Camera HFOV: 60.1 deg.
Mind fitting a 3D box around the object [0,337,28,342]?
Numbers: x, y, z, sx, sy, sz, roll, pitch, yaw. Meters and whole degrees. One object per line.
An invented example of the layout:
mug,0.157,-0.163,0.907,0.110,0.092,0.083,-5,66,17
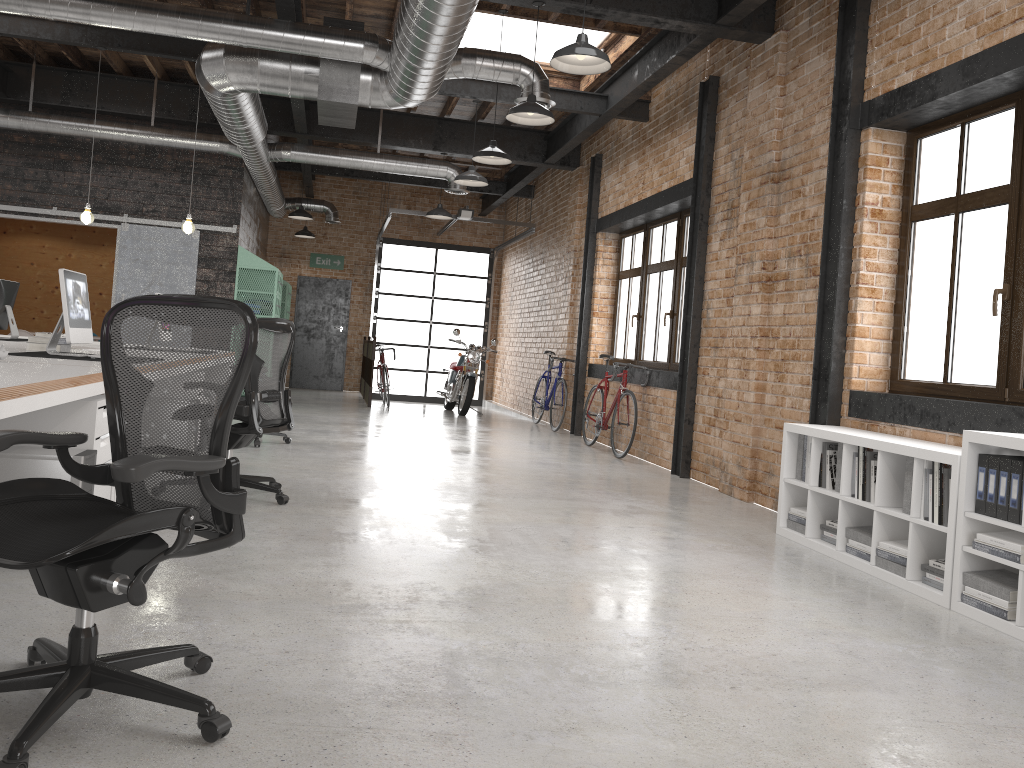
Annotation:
object,-4.348,-0.383,7.347,0.686,0.008,0.849,4,2,-13

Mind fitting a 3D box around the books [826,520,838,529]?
books,1.921,0.797,4.982,0.198,0.054,0.240,4,2,-11

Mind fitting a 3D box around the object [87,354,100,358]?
object,-2.338,-0.159,5.127,0.118,0.017,0.439,4,2,-12

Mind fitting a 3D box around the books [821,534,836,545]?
books,1.897,0.885,5.004,0.184,0.049,0.261,4,2,-11

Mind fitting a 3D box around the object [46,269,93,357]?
object,-2.542,-0.408,5.110,0.189,0.485,0.484,4,1,-12

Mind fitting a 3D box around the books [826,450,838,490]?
books,1.906,0.506,5.090,0.197,0.240,0.058,4,-1,-7

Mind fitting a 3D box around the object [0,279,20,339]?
object,-4.215,-0.620,7.369,0.189,0.485,0.484,4,1,-12

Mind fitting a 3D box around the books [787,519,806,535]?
books,1.815,0.859,5.304,0.217,0.072,0.290,4,2,-12

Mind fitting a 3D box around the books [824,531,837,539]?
books,1.894,0.856,4.989,0.163,0.047,0.239,4,2,-11

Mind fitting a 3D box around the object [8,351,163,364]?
object,-2.454,-0.156,5.141,0.686,0.008,0.849,4,2,-12

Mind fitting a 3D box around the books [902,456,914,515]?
books,2.074,0.490,4.366,0.259,0.351,0.065,4,-1,-7

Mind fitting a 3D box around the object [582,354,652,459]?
object,1.028,0.204,9.433,0.401,1.040,1.740,5,1,-17

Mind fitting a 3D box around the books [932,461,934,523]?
books,2.099,0.498,4.167,0.258,0.355,0.049,4,-1,-7

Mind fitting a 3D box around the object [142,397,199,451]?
object,-2.589,0.332,6.479,0.541,0.455,0.221,4,0,-12

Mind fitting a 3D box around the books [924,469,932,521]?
books,2.052,0.539,4.207,0.182,0.262,0.056,4,-1,-7

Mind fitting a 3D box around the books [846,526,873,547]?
books,1.948,0.815,4.695,0.217,0.078,0.291,4,2,-12

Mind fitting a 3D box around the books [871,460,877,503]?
books,1.987,0.528,4.659,0.197,0.240,0.058,4,-1,-7

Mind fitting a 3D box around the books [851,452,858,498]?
books,1.942,0.508,4.823,0.182,0.262,0.056,4,-1,-7

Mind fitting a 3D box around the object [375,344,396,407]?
object,-2.158,-0.144,14.826,0.410,1.033,1.735,4,1,-5

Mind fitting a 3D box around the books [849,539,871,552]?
books,1.945,0.852,4.676,0.214,0.046,0.251,4,2,-12

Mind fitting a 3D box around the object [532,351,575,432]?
object,0.504,0.070,11.963,0.401,1.040,1.740,5,1,-17

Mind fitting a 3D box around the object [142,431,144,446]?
object,-2.029,0.443,4.488,0.250,0.466,0.338,4,0,-12

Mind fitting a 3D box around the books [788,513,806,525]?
books,1.815,0.808,5.296,0.206,0.067,0.275,4,2,-12

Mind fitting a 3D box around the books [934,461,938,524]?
books,2.106,0.500,4.144,0.259,0.353,0.070,4,-1,-7

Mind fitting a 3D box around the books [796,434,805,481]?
books,1.883,0.436,5.413,0.259,0.351,0.065,4,-1,-7

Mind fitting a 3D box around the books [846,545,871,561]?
books,1.936,0.895,4.687,0.206,0.061,0.274,4,2,-12

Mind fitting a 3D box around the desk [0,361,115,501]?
desk,-2.482,0.367,1.474,2.310,0.770,5.116,4,2,-12

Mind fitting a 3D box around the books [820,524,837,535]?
books,1.918,0.829,5.007,0.222,0.055,0.282,4,2,-11

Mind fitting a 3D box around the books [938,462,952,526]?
books,2.111,0.501,4.114,0.271,0.354,0.063,4,-1,-7

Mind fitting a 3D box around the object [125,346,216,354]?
object,-3.016,-0.299,7.850,0.686,0.008,0.849,4,2,-13

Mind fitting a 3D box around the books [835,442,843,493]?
books,1.964,0.458,4.982,0.259,0.351,0.065,4,-1,-7

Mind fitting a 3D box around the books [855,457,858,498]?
books,1.940,0.520,4.791,0.162,0.240,0.054,4,-1,-7

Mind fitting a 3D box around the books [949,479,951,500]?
books,2.097,0.560,4.044,0.197,0.240,0.058,4,-1,-7

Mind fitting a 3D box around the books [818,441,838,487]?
books,1.920,0.447,5.161,0.271,0.354,0.063,4,-1,-7

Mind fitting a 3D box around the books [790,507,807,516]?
books,1.823,0.764,5.285,0.214,0.052,0.252,4,2,-12

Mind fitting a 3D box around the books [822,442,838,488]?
books,1.905,0.483,5.125,0.221,0.283,0.061,4,-1,-7

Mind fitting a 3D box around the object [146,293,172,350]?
object,-3.104,-0.552,7.820,0.189,0.485,0.484,4,1,-12

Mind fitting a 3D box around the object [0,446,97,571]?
object,-1.978,0.489,3.531,0.541,0.455,0.221,4,0,-12

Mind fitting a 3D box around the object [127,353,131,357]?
object,-2.397,-0.182,5.449,0.106,0.028,0.059,4,2,-13

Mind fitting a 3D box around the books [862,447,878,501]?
books,2.002,0.469,4.729,0.271,0.354,0.063,4,-1,-7

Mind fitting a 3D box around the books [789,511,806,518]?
books,1.821,0.782,5.289,0.219,0.039,0.260,4,2,-12

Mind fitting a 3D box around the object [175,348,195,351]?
object,-2.900,-0.303,7.836,0.118,0.017,0.439,4,2,-12

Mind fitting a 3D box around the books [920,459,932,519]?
books,2.091,0.519,4.252,0.258,0.305,0.040,4,-1,-7

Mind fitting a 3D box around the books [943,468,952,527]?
books,2.096,0.537,4.079,0.221,0.283,0.061,4,-1,-7

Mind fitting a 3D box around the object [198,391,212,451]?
object,-2.596,0.298,7.220,0.250,0.466,0.338,4,0,-12

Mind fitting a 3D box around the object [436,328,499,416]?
object,-0.760,-0.193,14.200,0.812,1.360,2.180,4,1,-24

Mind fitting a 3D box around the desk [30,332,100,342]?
desk,-6.251,-0.340,13.258,1.997,0.732,0.999,4,1,-11

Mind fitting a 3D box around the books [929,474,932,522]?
books,2.049,0.551,4.176,0.162,0.240,0.054,4,-1,-7

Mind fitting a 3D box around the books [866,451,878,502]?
books,1.986,0.505,4.694,0.221,0.283,0.061,4,-1,-7

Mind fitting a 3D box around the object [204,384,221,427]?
object,-3.024,0.221,8.576,0.541,0.455,0.221,4,0,-12

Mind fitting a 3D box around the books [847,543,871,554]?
books,1.943,0.870,4.680,0.219,0.034,0.260,4,2,-12

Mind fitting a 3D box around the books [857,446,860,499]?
books,1.989,0.466,4.782,0.258,0.355,0.049,4,-1,-7

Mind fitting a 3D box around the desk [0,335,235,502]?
desk,-3.521,0.101,6.486,2.310,0.770,5.116,4,2,-12

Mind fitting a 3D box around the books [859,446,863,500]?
books,1.996,0.469,4.759,0.259,0.353,0.070,4,-1,-7
